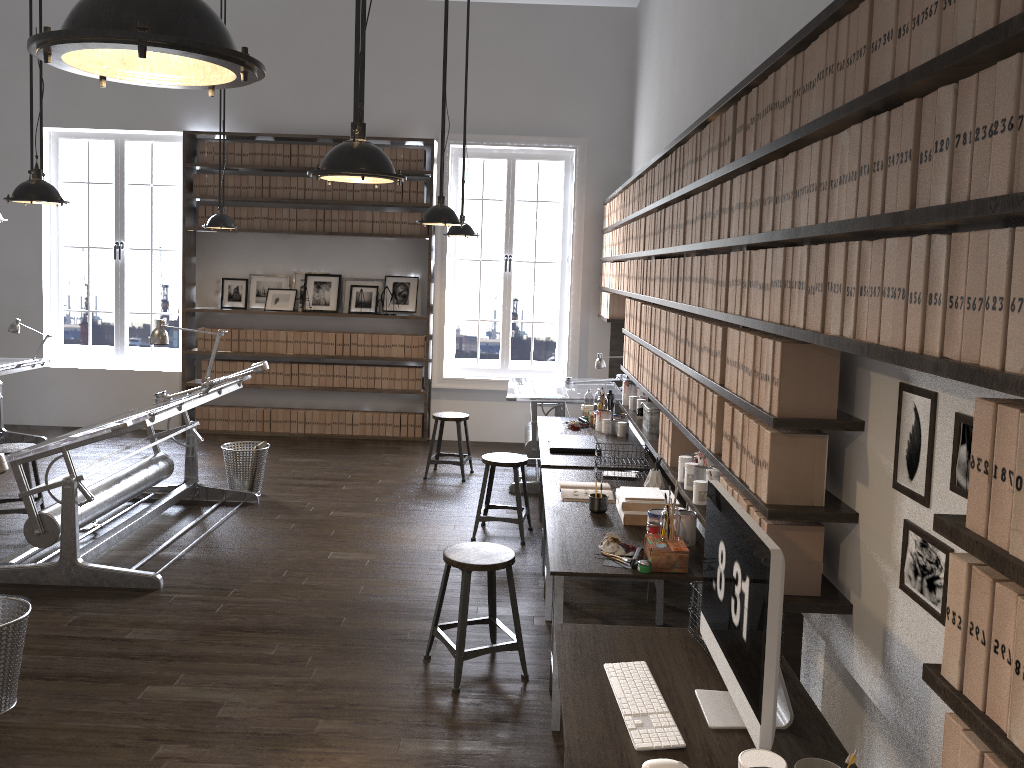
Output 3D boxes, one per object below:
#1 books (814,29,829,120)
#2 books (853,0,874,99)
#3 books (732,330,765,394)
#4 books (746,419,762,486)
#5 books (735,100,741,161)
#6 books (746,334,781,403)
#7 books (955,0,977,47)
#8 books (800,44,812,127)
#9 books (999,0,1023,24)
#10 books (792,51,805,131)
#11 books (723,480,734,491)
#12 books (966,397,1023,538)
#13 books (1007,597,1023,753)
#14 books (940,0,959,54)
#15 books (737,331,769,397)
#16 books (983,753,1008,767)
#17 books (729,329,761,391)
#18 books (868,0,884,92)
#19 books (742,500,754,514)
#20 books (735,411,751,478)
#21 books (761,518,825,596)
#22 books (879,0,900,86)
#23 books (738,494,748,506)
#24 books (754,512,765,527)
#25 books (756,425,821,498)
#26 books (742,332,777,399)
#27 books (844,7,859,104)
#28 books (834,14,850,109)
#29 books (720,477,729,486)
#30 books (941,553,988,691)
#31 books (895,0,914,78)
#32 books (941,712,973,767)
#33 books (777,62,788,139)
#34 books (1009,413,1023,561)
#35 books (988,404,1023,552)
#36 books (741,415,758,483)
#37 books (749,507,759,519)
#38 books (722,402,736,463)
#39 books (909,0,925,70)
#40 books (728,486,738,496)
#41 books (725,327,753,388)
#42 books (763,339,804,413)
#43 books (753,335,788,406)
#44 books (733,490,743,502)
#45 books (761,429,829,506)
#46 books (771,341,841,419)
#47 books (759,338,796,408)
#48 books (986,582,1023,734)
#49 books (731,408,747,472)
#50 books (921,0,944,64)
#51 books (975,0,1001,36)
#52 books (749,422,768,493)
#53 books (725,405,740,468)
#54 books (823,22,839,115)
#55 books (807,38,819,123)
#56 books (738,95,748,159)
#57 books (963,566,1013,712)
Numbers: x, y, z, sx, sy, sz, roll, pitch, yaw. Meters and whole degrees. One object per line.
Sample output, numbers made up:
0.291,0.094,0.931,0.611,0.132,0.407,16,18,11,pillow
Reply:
0.887,-0.794,2.297,0.174,0.225,0.067,2,5,1,books
0.884,-0.759,2.022,0.174,0.225,0.067,2,5,1,books
0.871,-0.073,3.105,0.174,0.225,0.067,2,5,1,books
0.863,0.231,2.888,0.174,0.225,0.067,2,5,1,books
0.906,-0.911,3.208,0.174,0.224,0.067,2,5,1,books
0.867,-0.047,2.903,0.174,0.225,0.067,2,5,1,books
0.879,-0.696,1.539,0.174,0.224,0.067,2,5,1,books
0.896,-0.812,2.438,0.174,0.225,0.067,2,5,1,books
0.879,-0.678,1.397,0.174,0.225,0.067,2,5,1,books
0.895,-0.821,2.508,0.174,0.225,0.067,2,5,1,books
0.851,0.469,3.196,0.174,0.225,0.067,2,5,1,books
0.852,0.141,1.449,0.174,0.225,0.067,2,5,1,books
0.837,0.435,1.298,0.174,0.225,0.067,2,5,1,books
0.882,-0.704,1.602,0.174,0.224,0.067,2,5,1,books
0.872,-0.064,3.033,0.174,0.224,0.067,2,5,1,books
0.830,0.703,1.379,0.174,0.224,0.067,2,5,1,books
0.876,-0.082,3.175,0.174,0.225,0.067,2,5,1,books
0.889,-0.749,1.948,0.174,0.225,0.067,2,5,1,books
0.849,0.504,2.922,0.174,0.225,0.067,2,5,1,books
0.861,0.212,3.029,0.174,0.225,0.067,2,5,1,books
0.851,0.532,2.706,0.174,0.225,0.067,2,5,1,books
0.883,-0.740,1.877,0.174,0.225,0.067,2,5,1,books
0.855,0.495,2.996,0.174,0.224,0.067,2,5,1,books
0.847,0.523,2.776,0.174,0.225,0.067,2,5,1,books
0.860,0.248,2.754,0.174,0.224,0.067,2,5,1,books
0.872,-0.056,2.970,0.174,0.224,0.067,2,5,1,books
0.891,-0.768,2.096,0.174,0.224,0.067,2,5,1,books
0.889,-0.777,2.162,0.174,0.224,0.067,2,5,1,books
0.856,0.459,3.268,0.174,0.225,0.067,2,5,1,books
0.838,0.408,1.508,0.174,0.225,0.067,2,5,1,books
0.886,-0.731,1.806,0.174,0.225,0.067,2,5,1,books
0.834,0.686,1.513,0.174,0.225,0.067,2,5,1,books
0.895,-0.840,2.650,0.174,0.224,0.067,2,5,1,books
0.846,0.159,1.308,0.174,0.225,0.067,2,5,1,books
0.851,0.150,1.378,0.174,0.225,0.067,2,5,1,books
0.864,0.222,2.958,0.174,0.225,0.067,2,5,1,books
0.853,0.514,2.847,0.174,0.225,0.067,2,5,1,books
0.868,0.184,3.249,0.174,0.224,0.067,2,5,1,books
0.885,-0.722,1.735,0.174,0.225,0.067,2,5,1,books
0.850,0.478,3.124,0.174,0.225,0.067,2,5,1,books
0.879,-0.091,3.244,0.174,0.225,0.067,2,5,1,books
0.866,-0.020,2.695,0.174,0.225,0.067,2,5,1,books
0.872,-0.038,2.836,0.174,0.225,0.067,2,5,1,books
0.854,0.486,3.061,0.174,0.224,0.067,2,5,1,books
0.857,0.256,2.691,0.174,0.224,0.067,2,5,1,books
0.869,-0.011,2.624,0.174,0.225,0.067,2,5,1,books
0.871,-0.029,2.765,0.174,0.225,0.067,2,5,1,books
0.842,0.427,1.368,0.174,0.225,0.067,2,5,1,books
0.866,0.203,3.100,0.174,0.225,0.067,2,5,1,books
0.878,-0.713,1.668,0.174,0.225,0.067,2,5,1,books
0.876,-0.687,1.467,0.174,0.225,0.067,2,5,1,books
0.856,0.239,2.820,0.174,0.225,0.067,2,5,1,books
0.862,0.194,3.175,0.174,0.225,0.067,2,5,1,books
0.886,-0.785,2.225,0.174,0.225,0.067,2,5,1,books
0.891,-0.803,2.369,0.174,0.225,0.067,2,5,1,books
0.900,-0.902,3.134,0.174,0.225,0.067,2,5,1,books
0.841,0.418,1.437,0.174,0.225,0.067,2,5,1,books
